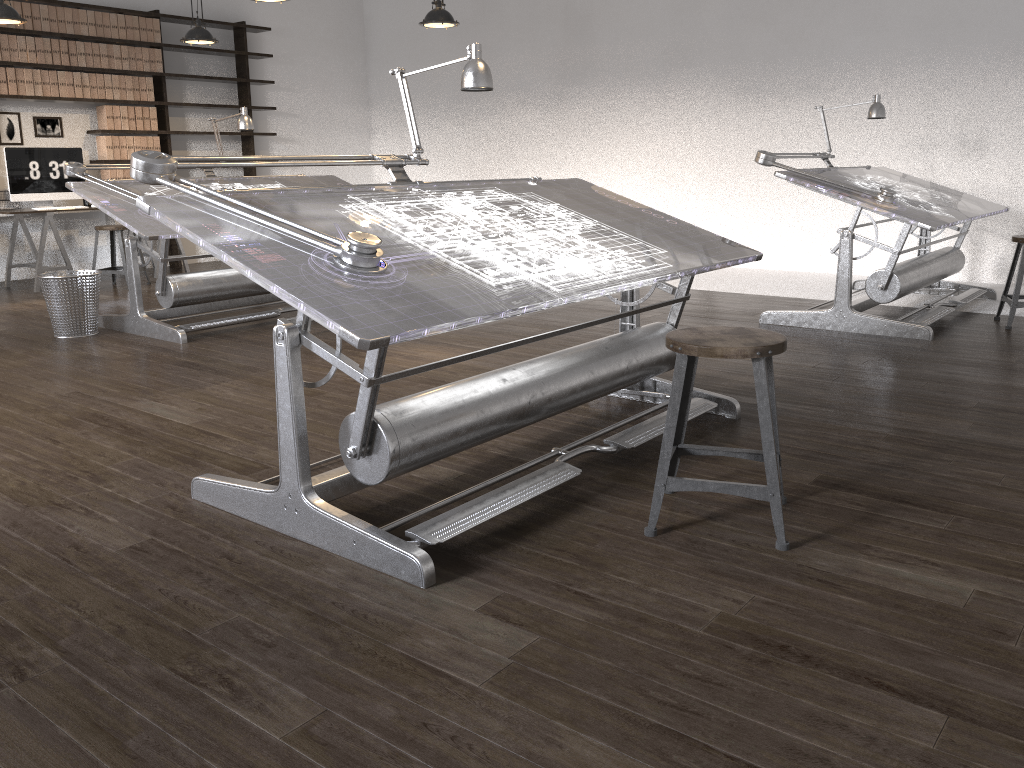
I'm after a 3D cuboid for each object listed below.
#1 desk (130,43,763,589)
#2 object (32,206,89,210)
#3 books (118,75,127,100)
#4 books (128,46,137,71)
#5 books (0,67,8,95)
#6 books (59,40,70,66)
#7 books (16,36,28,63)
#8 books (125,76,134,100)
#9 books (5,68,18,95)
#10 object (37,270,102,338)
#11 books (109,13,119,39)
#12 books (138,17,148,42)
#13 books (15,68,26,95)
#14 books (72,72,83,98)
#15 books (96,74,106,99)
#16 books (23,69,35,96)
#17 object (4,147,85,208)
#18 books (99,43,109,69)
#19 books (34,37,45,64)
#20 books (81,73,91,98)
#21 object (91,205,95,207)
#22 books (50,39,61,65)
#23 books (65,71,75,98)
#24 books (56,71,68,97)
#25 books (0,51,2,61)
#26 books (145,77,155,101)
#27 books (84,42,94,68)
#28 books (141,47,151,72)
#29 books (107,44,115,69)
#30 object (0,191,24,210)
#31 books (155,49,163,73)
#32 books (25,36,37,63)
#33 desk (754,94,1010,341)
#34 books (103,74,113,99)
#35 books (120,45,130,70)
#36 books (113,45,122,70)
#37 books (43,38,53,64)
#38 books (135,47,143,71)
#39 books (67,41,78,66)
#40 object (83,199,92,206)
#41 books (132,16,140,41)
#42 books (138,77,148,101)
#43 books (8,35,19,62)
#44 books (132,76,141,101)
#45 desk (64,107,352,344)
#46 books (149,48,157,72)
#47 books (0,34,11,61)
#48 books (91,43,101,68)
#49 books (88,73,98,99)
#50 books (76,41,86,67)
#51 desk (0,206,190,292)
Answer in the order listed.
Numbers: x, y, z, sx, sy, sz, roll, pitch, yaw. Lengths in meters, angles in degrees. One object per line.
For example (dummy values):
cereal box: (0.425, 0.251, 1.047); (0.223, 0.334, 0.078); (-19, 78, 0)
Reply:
desk: (-0.086, -0.437, 2.951); (1.080, 1.372, 2.083); (9, 16, 37)
object: (-3.839, -1.496, 7.534); (0.119, 0.017, 0.442); (8, 17, 33)
books: (-3.701, -2.777, 8.319); (0.175, 0.223, 0.067); (9, 15, 38)
books: (-3.629, -3.063, 8.361); (0.175, 0.223, 0.067); (9, 15, 38)
books: (-4.359, -2.565, 7.512); (0.175, 0.223, 0.067); (9, 15, 38)
books: (-4.016, -2.936, 7.878); (0.175, 0.223, 0.067); (9, 15, 38)
books: (-4.241, -2.864, 7.605); (0.175, 0.223, 0.067); (9, 15, 38)
books: (-3.656, -2.789, 8.367); (0.175, 0.223, 0.067); (9, 15, 38)
books: (-4.308, -2.579, 7.566); (0.175, 0.223, 0.067); (9, 15, 38)
object: (-2.652, -0.482, 5.354); (0.354, 0.374, 0.356); (-8, 14, -29)
books: (-3.722, -3.302, 8.195); (0.175, 0.223, 0.067); (9, 15, 38)
books: (-3.548, -3.359, 8.413); (0.175, 0.223, 0.067); (9, 15, 38)
books: (-4.266, -2.595, 7.626); (0.175, 0.223, 0.067); (9, 15, 38)
books: (-3.957, -2.692, 7.996); (0.175, 0.223, 0.067); (9, 15, 38)
books: (-3.829, -2.735, 8.161); (0.175, 0.223, 0.067); (9, 15, 38)
books: (-4.220, -2.607, 7.672); (0.175, 0.223, 0.067); (9, 15, 38)
object: (-4.031, -1.778, 7.653); (0.205, 0.513, 0.647); (8, 16, 38)
books: (-3.795, -3.007, 8.149); (0.175, 0.223, 0.067); (9, 15, 38)
books: (-4.148, -2.893, 7.714); (0.175, 0.223, 0.067); (9, 15, 38)
books: (-3.915, -2.707, 8.053); (0.175, 0.223, 0.067); (9, 15, 38)
object: (-3.656, -1.568, 7.779); (0.106, 0.028, 0.059); (9, 17, 34)
books: (-4.067, -2.922, 7.825); (0.175, 0.223, 0.067); (9, 15, 38)
books: (-4.002, -2.677, 7.940); (0.175, 0.223, 0.067); (9, 15, 38)
books: (-4.045, -2.665, 7.894); (0.175, 0.223, 0.067); (9, 15, 38)
books: (-4.370, -2.822, 7.443); (0.175, 0.223, 0.067); (9, 15, 38)
books: (-3.527, -2.832, 8.528); (0.175, 0.223, 0.067); (9, 15, 38)
books: (-3.885, -2.980, 8.047); (0.175, 0.223, 0.067); (9, 15, 38)
books: (-3.538, -3.090, 8.465); (0.175, 0.223, 0.067); (9, 15, 38)
books: (-3.757, -3.021, 8.204); (0.175, 0.223, 0.067); (9, 15, 38)
object: (-4.299, -1.543, 7.449); (0.204, 0.159, 0.286); (7, 15, 30)
books: (-3.460, -3.116, 8.566); (0.175, 0.223, 0.067); (9, 15, 38)
books: (-4.193, -2.878, 7.658); (0.175, 0.223, 0.067); (9, 15, 38)
desk: (2.396, -1.155, 5.672); (1.080, 1.372, 2.083); (9, 16, 37)
books: (-3.783, -2.749, 8.213); (0.175, 0.223, 0.067); (9, 15, 38)
books: (-3.670, -3.048, 8.305); (0.175, 0.223, 0.067); (9, 15, 38)
books: (-3.716, -3.034, 8.251); (0.175, 0.223, 0.067); (9, 15, 38)
books: (-4.112, -2.906, 7.765); (0.175, 0.223, 0.067); (9, 15, 38)
books: (-3.587, -3.077, 8.416); (0.175, 0.223, 0.067); (9, 15, 38)
books: (-3.974, -2.952, 7.939); (0.175, 0.223, 0.067); (9, 15, 38)
object: (-3.844, -1.681, 8.031); (0.092, 0.141, 0.097); (3, 13, 18)
books: (-3.594, -3.344, 8.355); (0.175, 0.223, 0.067); (9, 15, 38)
books: (-3.574, -2.818, 8.477); (0.175, 0.223, 0.067); (9, 15, 38)
books: (-4.287, -2.851, 7.554); (0.175, 0.223, 0.067); (9, 15, 38)
books: (-3.618, -2.804, 8.422); (0.175, 0.223, 0.067); (9, 15, 38)
desk: (-1.764, -1.148, 5.909); (1.080, 1.372, 2.083); (9, 16, 37)
books: (-3.500, -3.104, 8.519); (0.175, 0.223, 0.067); (9, 15, 38)
books: (-4.329, -2.836, 7.499); (0.175, 0.223, 0.067); (9, 15, 38)
books: (-3.841, -2.994, 8.101); (0.175, 0.223, 0.067); (9, 15, 38)
books: (-3.874, -2.722, 8.109); (0.175, 0.223, 0.067); (9, 15, 38)
books: (-3.926, -2.965, 7.990); (0.175, 0.223, 0.067); (9, 15, 38)
desk: (-3.722, -1.252, 7.935); (0.658, 0.663, 1.680); (9, 17, 37)
